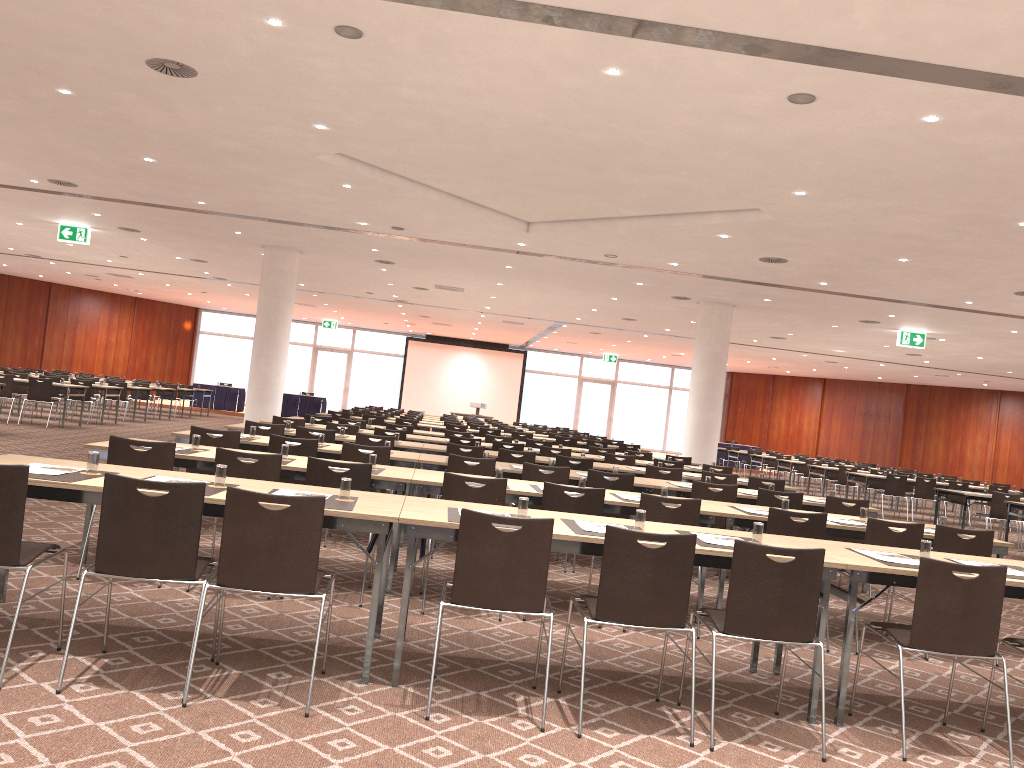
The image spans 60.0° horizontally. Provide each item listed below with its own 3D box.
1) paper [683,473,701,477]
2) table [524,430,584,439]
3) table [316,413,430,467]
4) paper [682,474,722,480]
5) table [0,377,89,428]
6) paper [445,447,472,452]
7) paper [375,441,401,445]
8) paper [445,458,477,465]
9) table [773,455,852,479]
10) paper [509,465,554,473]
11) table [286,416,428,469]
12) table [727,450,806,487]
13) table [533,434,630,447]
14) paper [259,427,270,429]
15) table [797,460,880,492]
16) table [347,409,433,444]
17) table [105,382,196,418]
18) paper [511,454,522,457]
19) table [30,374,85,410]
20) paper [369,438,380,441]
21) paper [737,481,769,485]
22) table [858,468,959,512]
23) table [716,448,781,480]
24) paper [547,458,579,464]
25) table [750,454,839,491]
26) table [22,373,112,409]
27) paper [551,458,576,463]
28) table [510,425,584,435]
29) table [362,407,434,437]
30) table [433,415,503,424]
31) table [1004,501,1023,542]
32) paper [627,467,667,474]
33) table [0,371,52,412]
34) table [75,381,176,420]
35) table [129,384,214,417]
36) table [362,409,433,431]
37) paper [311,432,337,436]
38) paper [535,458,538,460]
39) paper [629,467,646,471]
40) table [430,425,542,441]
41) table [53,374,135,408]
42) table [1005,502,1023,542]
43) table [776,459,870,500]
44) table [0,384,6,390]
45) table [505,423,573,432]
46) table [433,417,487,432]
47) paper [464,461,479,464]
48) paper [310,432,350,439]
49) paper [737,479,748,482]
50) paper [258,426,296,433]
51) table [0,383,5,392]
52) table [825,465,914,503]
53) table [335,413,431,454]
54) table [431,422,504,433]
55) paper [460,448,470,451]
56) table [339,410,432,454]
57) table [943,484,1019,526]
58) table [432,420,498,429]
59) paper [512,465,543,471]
[{"bbox_3d":[2.246,1.125,10.939,0.283,0.006,0.398,7,-1,-7],"label":"paper"},{"bbox_3d":[1.317,1.723,22.494,2.267,0.833,0.953,7,-1,-5],"label":"table"},{"bbox_3d":[-2.854,1.138,18.144,2.267,0.833,0.953,7,-1,-5],"label":"table"},{"bbox_3d":[2.303,1.135,10.885,0.460,0.003,0.565,7,-1,-5],"label":"paper"},{"bbox_3d":[-9.783,0.328,17.584,2.267,0.833,0.953,7,-1,-5],"label":"table"},{"bbox_3d":[-0.568,0.799,10.657,0.460,0.003,0.565,7,-1,-4],"label":"paper"},{"bbox_3d":[-1.565,0.682,10.577,0.460,0.003,0.565,7,-1,-5],"label":"paper"},{"bbox_3d":[-0.416,0.768,8.662,0.460,0.003,0.565,7,-1,-3],"label":"paper"},{"bbox_3d":[9.848,2.866,29.203,2.267,0.833,0.953,7,-1,-5],"label":"table"},{"bbox_3d":[0.210,0.842,8.732,0.460,0.003,0.565,7,-1,-3],"label":"paper"},{"bbox_3d":[-2.571,1.086,14.655,2.267,0.833,0.953,7,-1,-5],"label":"table"},{"bbox_3d":[7.763,2.574,27.028,2.267,0.833,0.953,7,-1,-5],"label":"table"},{"bbox_3d":[1.479,1.693,20.501,2.267,0.833,0.953,7,-1,-5],"label":"table"},{"bbox_3d":[-2.865,0.528,10.540,0.283,0.006,0.398,7,-1,-4],"label":"paper"},{"bbox_3d":[10.010,2.836,27.210,2.267,0.833,0.953,7,-1,-5],"label":"table"},{"bbox_3d":[-3.341,1.227,24.124,2.267,0.833,0.953,7,-1,-5],"label":"table"},{"bbox_3d":[-10.431,0.446,25.557,2.267,0.833,0.953,7,-1,-5],"label":"table"},{"bbox_3d":[0.019,0.865,10.762,0.283,0.006,0.398,7,-1,-6],"label":"paper"},{"bbox_3d":[-12.517,0.154,23.382,2.267,0.833,0.953,7,-1,-5],"label":"table"},{"bbox_3d":[-1.607,0.675,10.619,0.283,0.006,0.398,7,-1,-4],"label":"paper"},{"bbox_3d":[2.937,1.208,10.925,0.460,0.003,0.565,7,-1,-6],"label":"paper"},{"bbox_3d":[10.335,2.777,23.223,2.267,0.833,0.953,7,-1,-5],"label":"table"},{"bbox_3d":[7.600,2.603,29.021,2.267,0.833,0.953,7,-1,-5],"label":"table"},{"bbox_3d":[0.691,0.946,10.758,0.460,0.003,0.565,7,-1,-6],"label":"paper"},{"bbox_3d":[7.925,2.544,25.035,2.267,0.833,0.953,7,-1,-5],"label":"table"},{"bbox_3d":[-12.679,0.184,25.376,2.267,0.833,0.953,7,-1,-5],"label":"table"},{"bbox_3d":[0.632,0.937,10.817,0.283,0.006,0.398,7,-1,-5],"label":"paper"},{"bbox_3d":[0.992,1.782,26.481,2.267,0.833,0.953,7,-1,-5],"label":"table"},{"bbox_3d":[-3.665,1.286,28.111,2.267,0.833,0.953,7,-1,-5],"label":"table"},{"bbox_3d":[-1.418,1.549,28.293,2.267,0.833,0.953,7,-1,-5],"label":"table"},{"bbox_3d":[8.857,2.374,13.573,2.267,0.833,0.953,7,-1,-5],"label":"table"},{"bbox_3d":[1.682,1.062,10.845,0.460,0.003,0.565,7,-1,-5],"label":"paper"},{"bbox_3d":[-12.355,0.124,21.389,2.267,0.833,0.953,7,-1,-5],"label":"table"},{"bbox_3d":[-10.269,0.417,23.564,2.267,0.833,0.953,7,-1,-5],"label":"table"},{"bbox_3d":[-10.593,0.476,27.551,2.267,0.833,0.953,7,-1,-5],"label":"table"},{"bbox_3d":[-3.503,1.256,26.117,2.267,0.833,0.953,7,-1,-5],"label":"table"},{"bbox_3d":[-2.240,0.601,10.586,0.283,0.006,0.398,7,-1,-5],"label":"paper"},{"bbox_3d":[0.069,0.873,10.684,0.460,0.003,0.565,7,-1,-4],"label":"paper"},{"bbox_3d":[1.608,1.051,10.890,0.283,0.006,0.398,7,-1,-6],"label":"paper"},{"bbox_3d":[-0.607,1.401,18.326,2.267,0.833,0.953,7,-1,-5],"label":"table"},{"bbox_3d":[-12.841,0.213,27.369,2.267,0.833,0.953,7,-1,-5],"label":"table"},{"bbox_3d":[8.857,2.374,13.573,2.267,0.833,0.953,7,-1,-5],"label":"table"},{"bbox_3d":[8.087,2.514,23.041,2.267,0.833,0.953,7,-1,-5],"label":"table"},{"bbox_3d":[-9.499,0.276,14.095,2.267,0.833,0.953,7,-1,-5],"label":"table"},{"bbox_3d":[0.830,1.812,28.474,2.267,0.833,0.953,7,-1,-5],"label":"table"},{"bbox_3d":[-1.255,1.519,26.299,2.267,0.833,0.953,7,-1,-5],"label":"table"},{"bbox_3d":[-0.465,0.760,8.738,0.283,0.006,0.398,7,-1,-5],"label":"paper"},{"bbox_3d":[-2.188,0.610,10.531,0.460,0.003,0.565,7,-1,-4],"label":"paper"},{"bbox_3d":[2.906,1.203,11.016,0.283,0.006,0.398,7,-1,-3],"label":"paper"},{"bbox_3d":[-2.822,0.535,10.472,0.460,0.003,0.565,7,-1,-5],"label":"paper"},{"bbox_3d":[-9.499,0.276,14.095,2.267,0.833,0.953,7,-1,-5],"label":"table"},{"bbox_3d":[10.172,2.807,25.216,2.267,0.833,0.953,7,-1,-5],"label":"table"},{"bbox_3d":[-3.017,1.168,20.137,2.267,0.833,0.953,7,-1,-5],"label":"table"},{"bbox_3d":[-0.769,1.430,20.319,2.267,0.833,0.953,7,-1,-5],"label":"table"},{"bbox_3d":[-0.646,0.788,10.732,0.283,0.006,0.398,7,-1,-3],"label":"paper"},{"bbox_3d":[-3.179,1.197,22.131,2.267,0.833,0.953,7,-1,-5],"label":"table"},{"bbox_3d":[10.659,2.718,19.236,2.267,0.833,0.953,7,-1,-5],"label":"table"},{"bbox_3d":[-0.931,1.460,22.312,2.267,0.833,0.953,7,-1,-5],"label":"table"},{"bbox_3d":[0.157,0.833,8.773,0.283,0.006,0.398,7,-1,-5],"label":"paper"}]
